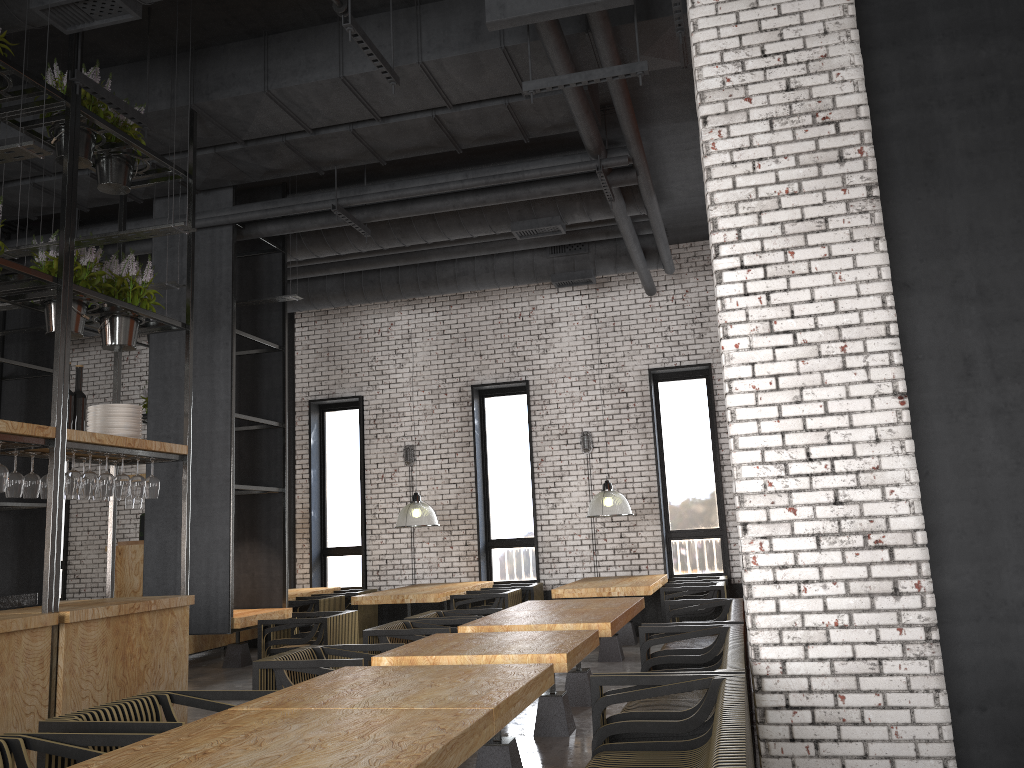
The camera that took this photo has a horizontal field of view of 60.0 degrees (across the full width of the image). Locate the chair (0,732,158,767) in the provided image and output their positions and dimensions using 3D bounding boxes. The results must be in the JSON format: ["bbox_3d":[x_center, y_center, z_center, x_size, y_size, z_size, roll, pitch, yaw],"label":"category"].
[{"bbox_3d":[-1.563,1.528,2.716,0.638,0.733,0.655,-6,-11,14],"label":"chair"}]

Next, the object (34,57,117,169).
[{"bbox_3d":[-2.804,-1.690,5.714,0.416,0.561,0.465,-1,-11,-13],"label":"object"}]

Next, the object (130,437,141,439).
[{"bbox_3d":[-2.606,0.380,5.813,0.334,0.033,0.334,-7,-10,22],"label":"object"}]

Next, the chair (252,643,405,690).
[{"bbox_3d":[-1.004,1.883,4.977,0.638,0.733,0.655,-5,-10,13],"label":"chair"}]

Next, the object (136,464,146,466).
[{"bbox_3d":[-4.219,0.954,10.356,0.334,0.041,0.334,-10,-12,35],"label":"object"}]

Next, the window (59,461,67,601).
[{"bbox_3d":[-7.015,2.009,13.618,0.748,2.709,0.364,-5,-11,14],"label":"window"}]

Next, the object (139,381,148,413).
[{"bbox_3d":[-4.221,0.349,10.587,0.467,0.561,0.415,1,-11,-21],"label":"object"}]

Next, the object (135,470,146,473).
[{"bbox_3d":[-4.217,1.030,10.343,0.334,0.046,0.333,-2,-10,-5],"label":"object"}]

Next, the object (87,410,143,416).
[{"bbox_3d":[-2.616,0.210,5.845,0.334,0.044,0.333,0,-10,-15],"label":"object"}]

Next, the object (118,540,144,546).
[{"bbox_3d":[-4.225,1.826,10.205,0.411,0.050,0.410,-5,-10,13],"label":"object"}]

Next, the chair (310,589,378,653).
[{"bbox_3d":[-2.109,2.990,11.169,0.638,0.733,0.655,-5,-10,12],"label":"chair"}]

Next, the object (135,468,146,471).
[{"bbox_3d":[-4.216,1.012,10.346,0.334,0.037,0.333,1,-10,-20],"label":"object"}]

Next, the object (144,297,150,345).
[{"bbox_3d":[-4.320,-0.750,10.796,0.416,0.561,0.465,-1,-10,-12],"label":"object"}]

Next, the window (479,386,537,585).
[{"bbox_3d":[-0.046,1.368,11.935,0.748,2.709,0.364,-5,-11,14],"label":"window"}]

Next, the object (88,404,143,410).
[{"bbox_3d":[-2.617,0.172,5.852,0.334,0.039,0.333,-1,-10,-12],"label":"object"}]

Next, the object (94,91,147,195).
[{"bbox_3d":[-2.758,-1.617,6.155,0.466,0.561,0.415,-11,-13,38],"label":"object"}]

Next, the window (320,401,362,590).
[{"bbox_3d":[-2.388,1.584,12.501,0.748,2.709,0.364,-5,-11,14],"label":"window"}]

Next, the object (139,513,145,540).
[{"bbox_3d":[-4.154,1.534,10.120,0.156,0.556,0.106,-5,-11,13],"label":"object"}]

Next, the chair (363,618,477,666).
[{"bbox_3d":[-0.633,2.097,6.353,0.638,0.733,0.655,-5,-11,14],"label":"chair"}]

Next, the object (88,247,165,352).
[{"bbox_3d":[-2.632,-0.512,5.975,0.416,0.561,0.466,-4,-10,7],"label":"object"}]

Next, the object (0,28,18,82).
[{"bbox_3d":[-3.055,-1.804,4.962,0.467,0.561,0.415,-4,-10,8],"label":"object"}]

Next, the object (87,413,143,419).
[{"bbox_3d":[-2.614,0.230,5.841,0.334,0.041,0.333,0,-10,-17],"label":"object"}]

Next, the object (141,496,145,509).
[{"bbox_3d":[-4.305,1.333,10.420,0.101,0.268,0.100,6,-14,-39],"label":"object"}]

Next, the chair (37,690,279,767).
[{"bbox_3d":[-1.374,1.652,3.506,0.638,0.733,0.655,-6,-11,16],"label":"chair"}]

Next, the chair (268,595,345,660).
[{"bbox_3d":[-2.347,2.833,10.171,0.638,0.733,0.655,-5,-11,14],"label":"chair"}]

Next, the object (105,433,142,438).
[{"bbox_3d":[-2.608,0.360,5.817,0.334,0.046,0.333,-2,-10,-5],"label":"object"}]

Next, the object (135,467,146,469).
[{"bbox_3d":[-4.218,0.992,10.349,0.334,0.040,0.333,1,-10,-22],"label":"object"}]

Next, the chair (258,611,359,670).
[{"bbox_3d":[-1.756,2.382,7.691,0.638,0.733,0.655,-5,-10,12],"label":"chair"}]

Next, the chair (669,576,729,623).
[{"bbox_3d":[2.167,2.595,10.127,0.638,0.733,0.655,-5,-10,12],"label":"chair"}]

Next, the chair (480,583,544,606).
[{"bbox_3d":[0.023,2.792,10.645,0.638,0.733,0.655,-5,-10,11],"label":"chair"}]

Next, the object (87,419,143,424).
[{"bbox_3d":[-2.612,0.268,5.834,0.334,0.039,0.334,-7,-10,21],"label":"object"}]

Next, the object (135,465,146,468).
[{"bbox_3d":[-4.219,0.973,10.353,0.334,0.039,0.333,1,-10,-20],"label":"object"}]

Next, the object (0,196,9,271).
[{"bbox_3d":[-3.000,-0.692,4.804,0.416,0.561,0.465,1,-11,-18],"label":"object"}]

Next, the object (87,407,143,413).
[{"bbox_3d":[-2.615,0.191,5.848,0.335,0.039,0.333,-1,-10,-11],"label":"object"}]

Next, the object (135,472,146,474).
[{"bbox_3d":[-4.215,1.050,10.339,0.334,0.033,0.334,5,-12,-37],"label":"object"}]

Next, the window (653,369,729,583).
[{"bbox_3d":[2.278,1.155,11.374,0.748,2.709,0.364,-5,-11,14],"label":"window"}]

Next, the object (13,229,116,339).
[{"bbox_3d":[-2.795,-0.575,5.552,0.416,0.561,0.466,-7,-11,22],"label":"object"}]

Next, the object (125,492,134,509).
[{"bbox_3d":[-4.375,1.290,10.148,0.101,0.268,0.100,6,-14,-39],"label":"object"}]

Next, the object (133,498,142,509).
[{"bbox_3d":[-4.341,1.311,10.280,0.101,0.268,0.100,6,-14,-39],"label":"object"}]

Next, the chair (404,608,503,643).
[{"bbox_3d":[-0.446,2.220,7.133,0.638,0.733,0.655,-5,-10,13],"label":"chair"}]

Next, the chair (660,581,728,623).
[{"bbox_3d":[1.901,2.441,9.136,0.638,0.733,0.655,-5,-11,13],"label":"chair"}]

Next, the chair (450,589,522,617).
[{"bbox_3d":[-0.263,2.639,9.658,0.638,0.733,0.655,-5,-10,12],"label":"chair"}]
